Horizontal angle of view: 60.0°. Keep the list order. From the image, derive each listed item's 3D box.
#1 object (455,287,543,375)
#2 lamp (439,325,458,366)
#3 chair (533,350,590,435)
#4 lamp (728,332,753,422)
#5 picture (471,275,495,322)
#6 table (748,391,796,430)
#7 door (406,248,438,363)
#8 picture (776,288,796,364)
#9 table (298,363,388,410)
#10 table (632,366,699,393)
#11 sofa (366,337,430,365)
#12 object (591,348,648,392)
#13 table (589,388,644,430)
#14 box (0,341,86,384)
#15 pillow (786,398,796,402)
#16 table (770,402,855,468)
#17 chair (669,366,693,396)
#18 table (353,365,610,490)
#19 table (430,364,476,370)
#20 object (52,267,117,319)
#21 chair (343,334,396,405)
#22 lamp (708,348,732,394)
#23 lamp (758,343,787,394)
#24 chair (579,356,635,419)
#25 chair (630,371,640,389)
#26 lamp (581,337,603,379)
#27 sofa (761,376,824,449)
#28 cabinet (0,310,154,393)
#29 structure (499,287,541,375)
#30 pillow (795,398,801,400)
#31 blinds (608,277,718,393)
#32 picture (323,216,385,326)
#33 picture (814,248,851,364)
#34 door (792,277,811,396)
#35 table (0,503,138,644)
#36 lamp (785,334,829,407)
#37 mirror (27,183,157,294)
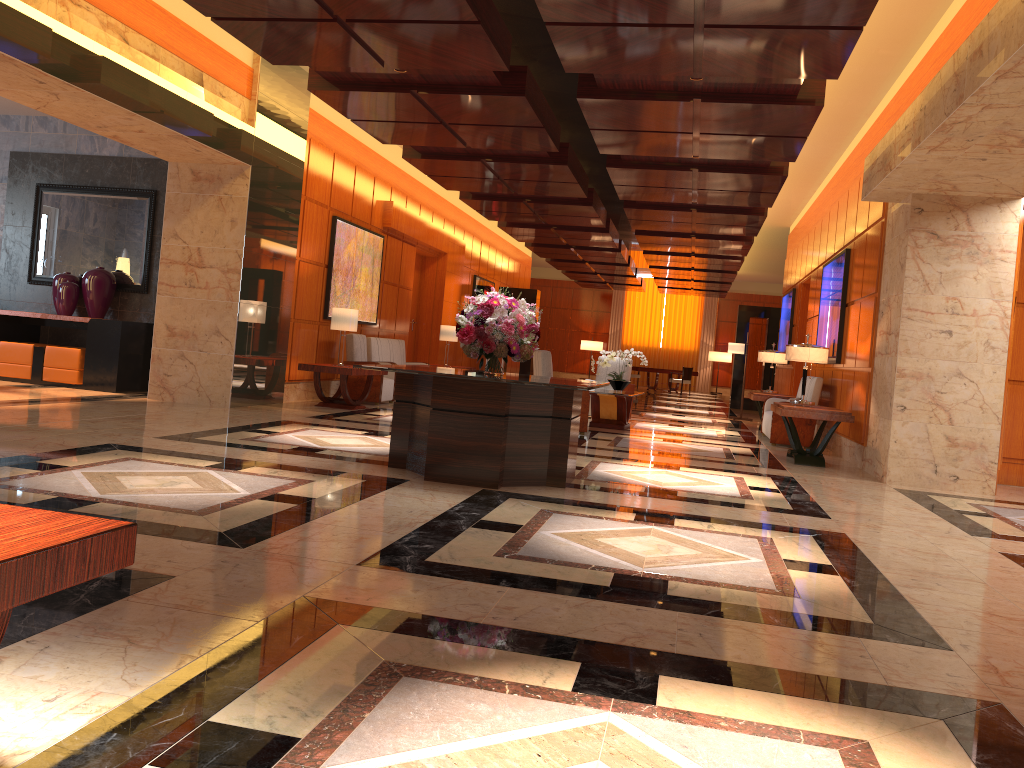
[{"bbox_3d":[-0.106,-0.402,6.637,0.650,0.658,0.680,5,1,2],"label":"object"},{"bbox_3d":[1.902,-0.208,10.730,0.334,0.734,13.024,5,2,-29],"label":"lamp"},{"bbox_3d":[0.570,0.087,10.792,0.628,0.961,0.738,5,1,-10],"label":"chair"},{"bbox_3d":[4.296,-0.152,16.682,0.527,1.661,0.360,5,0,1],"label":"lamp"},{"bbox_3d":[-0.718,-1.819,21.453,0.056,1.452,1.996,5,1,11],"label":"picture"},{"bbox_3d":[4.081,0.468,13.873,0.726,0.606,1.270,5,2,12],"label":"table"},{"bbox_3d":[-1.915,-1.219,17.008,0.341,2.651,1.499,5,0,11],"label":"door"},{"bbox_3d":[5.508,-1.120,17.839,0.056,1.452,1.996,5,1,11],"label":"picture"},{"bbox_3d":[-2.183,0.035,11.467,0.725,0.534,1.167,5,2,14],"label":"table"},{"bbox_3d":[4.860,-0.115,28.476,2.105,0.741,0.785,4,1,-18],"label":"table"},{"bbox_3d":[-1.823,-0.250,14.257,0.613,0.932,1.798,5,2,12],"label":"sofa"},{"bbox_3d":[1.482,-0.202,12.252,0.787,0.617,0.418,5,1,-11],"label":"object"},{"bbox_3d":[1.354,0.349,12.147,0.723,0.496,1.559,5,2,14],"label":"table"},{"bbox_3d":[-5.718,-0.265,11.008,1.133,0.427,0.489,6,1,11],"label":"box"},{"bbox_3d":[3.956,0.302,12.622,0.195,0.227,0.344,5,2,16],"label":"pillow"},{"bbox_3d":[3.248,0.555,9.734,0.726,0.606,1.270,5,2,12],"label":"table"},{"bbox_3d":[5.289,-0.103,27.551,0.583,0.894,0.577,5,1,-36],"label":"chair"},{"bbox_3d":[-0.171,0.299,6.617,1.601,0.745,1.600,5,2,11],"label":"table"},{"bbox_3d":[-1.195,-0.069,16.378,0.725,0.534,1.167,5,2,14],"label":"table"},{"bbox_3d":[-5.494,-1.182,11.256,0.862,0.652,0.520,5,1,11],"label":"object"},{"bbox_3d":[-2.030,-0.218,12.650,0.629,0.961,0.737,5,1,10],"label":"chair"},{"bbox_3d":[7.443,-0.464,31.880,0.809,1.661,0.812,5,0,-39],"label":"lamp"},{"bbox_3d":[4.090,-0.253,13.953,0.458,0.794,0.459,5,1,-27],"label":"lamp"},{"bbox_3d":[1.449,0.054,13.656,0.739,0.961,0.628,6,1,30],"label":"chair"},{"bbox_3d":[3.931,-0.310,29.740,0.577,0.894,0.583,6,1,39],"label":"chair"},{"bbox_3d":[2.909,-0.906,32.800,0.809,1.661,0.812,5,0,-39],"label":"lamp"},{"bbox_3d":[3.824,0.337,12.185,0.613,0.932,1.798,5,2,12],"label":"sofa"},{"bbox_3d":[-5.674,-0.430,11.151,2.192,0.868,0.783,6,1,11],"label":"cabinet"},{"bbox_3d":[0.094,-1.179,22.571,0.986,2.498,0.500,5,0,11],"label":"structure"},{"bbox_3d":[3.899,0.305,12.190,0.160,0.253,0.358,5,1,8],"label":"pillow"},{"bbox_3d":[5.550,-1.888,32.932,3.855,4.064,0.149,5,0,11],"label":"blinds"},{"bbox_3d":[-2.347,-1.648,13.355,0.056,1.452,1.996,5,1,11],"label":"picture"},{"bbox_3d":[4.353,-0.999,12.095,0.056,1.452,1.996,5,1,11],"label":"picture"},{"bbox_3d":[5.258,-0.520,15.572,0.341,2.651,1.537,5,1,11],"label":"door"},{"bbox_3d":[-1.406,0.493,1.520,1.168,0.534,0.725,5,1,11],"label":"table"},{"bbox_3d":[3.270,-0.159,9.881,0.459,0.810,0.458,5,1,20],"label":"lamp"},{"bbox_3d":[-5.472,-1.900,11.511,1.768,1.338,0.029,5,0,11],"label":"mirror"}]
